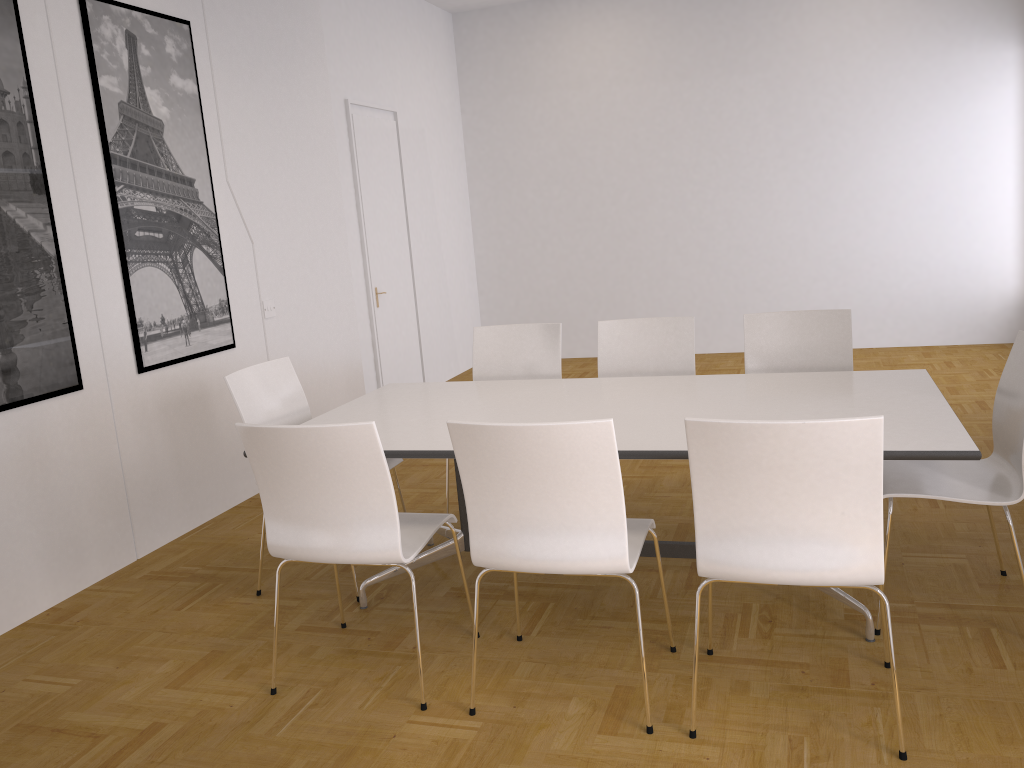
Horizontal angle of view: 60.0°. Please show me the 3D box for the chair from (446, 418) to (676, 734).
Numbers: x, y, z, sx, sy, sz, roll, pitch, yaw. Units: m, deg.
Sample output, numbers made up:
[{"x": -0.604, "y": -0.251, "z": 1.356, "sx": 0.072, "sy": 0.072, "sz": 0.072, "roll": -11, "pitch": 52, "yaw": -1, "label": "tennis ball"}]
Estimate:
[{"x": 0.157, "y": 0.503, "z": 2.712, "sx": 0.561, "sy": 0.928, "sz": 0.577, "roll": -2, "pitch": 10, "yaw": 19, "label": "chair"}]

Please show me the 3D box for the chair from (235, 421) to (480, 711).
[{"x": -0.507, "y": 0.520, "z": 2.937, "sx": 0.561, "sy": 0.928, "sz": 0.577, "roll": -2, "pitch": 10, "yaw": 19, "label": "chair"}]

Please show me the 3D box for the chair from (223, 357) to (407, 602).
[{"x": -0.833, "y": 0.372, "z": 3.837, "sx": 0.575, "sy": 0.928, "sz": 0.563, "roll": -2, "pitch": 10, "yaw": 19, "label": "chair"}]

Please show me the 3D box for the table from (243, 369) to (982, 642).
[{"x": 0.380, "y": 0.444, "z": 3.465, "sx": 2.410, "sy": 0.720, "sz": 1.215, "roll": -1, "pitch": 11, "yaw": 19, "label": "table"}]

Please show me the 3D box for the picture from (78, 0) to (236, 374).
[{"x": -1.772, "y": -0.999, "z": 4.545, "sx": 0.016, "sy": 1.774, "sz": 0.789, "roll": -2, "pitch": 10, "yaw": 19, "label": "picture"}]

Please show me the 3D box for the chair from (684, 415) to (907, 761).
[{"x": 0.782, "y": 0.488, "z": 2.500, "sx": 0.561, "sy": 0.928, "sz": 0.577, "roll": -2, "pitch": 10, "yaw": 19, "label": "chair"}]

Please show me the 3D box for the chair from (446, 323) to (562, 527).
[{"x": -0.010, "y": 0.203, "z": 4.385, "sx": 0.561, "sy": 0.928, "sz": 0.577, "roll": -2, "pitch": 10, "yaw": 19, "label": "chair"}]

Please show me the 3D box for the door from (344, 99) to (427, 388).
[{"x": -1.018, "y": -1.035, "z": 7.296, "sx": 0.132, "sy": 2.445, "sz": 0.874, "roll": -2, "pitch": 10, "yaw": 19, "label": "door"}]

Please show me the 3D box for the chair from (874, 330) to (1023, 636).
[{"x": 1.522, "y": 0.320, "z": 3.040, "sx": 0.575, "sy": 0.928, "sz": 0.563, "roll": -2, "pitch": 10, "yaw": 19, "label": "chair"}]

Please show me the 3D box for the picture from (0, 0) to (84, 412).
[{"x": -2.128, "y": -0.767, "z": 3.481, "sx": 0.013, "sy": 1.774, "sz": 0.789, "roll": -2, "pitch": 10, "yaw": 19, "label": "picture"}]

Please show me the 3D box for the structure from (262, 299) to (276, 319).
[{"x": -1.475, "y": -0.457, "z": 5.391, "sx": 0.013, "sy": 0.104, "sz": 0.114, "roll": -2, "pitch": 11, "yaw": 19, "label": "structure"}]

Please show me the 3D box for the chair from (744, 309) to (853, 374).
[{"x": 1.279, "y": 0.171, "z": 3.948, "sx": 0.561, "sy": 0.928, "sz": 0.577, "roll": -2, "pitch": 10, "yaw": 19, "label": "chair"}]

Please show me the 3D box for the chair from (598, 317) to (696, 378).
[{"x": 0.615, "y": 0.187, "z": 4.173, "sx": 0.561, "sy": 0.928, "sz": 0.577, "roll": -2, "pitch": 10, "yaw": 19, "label": "chair"}]
